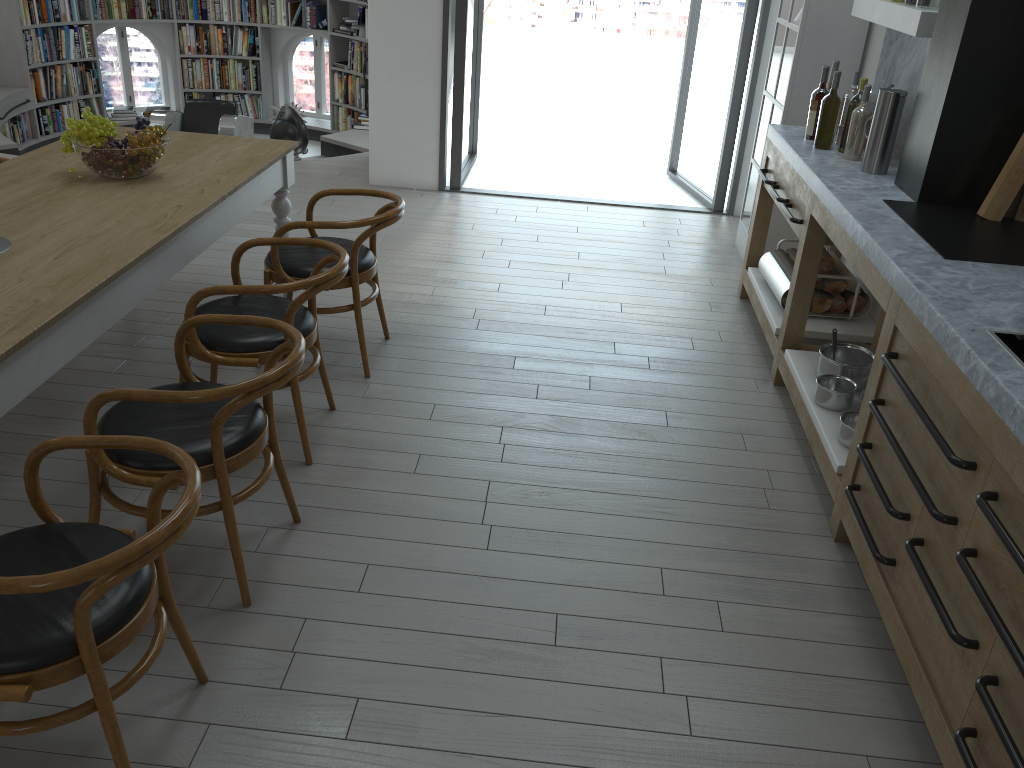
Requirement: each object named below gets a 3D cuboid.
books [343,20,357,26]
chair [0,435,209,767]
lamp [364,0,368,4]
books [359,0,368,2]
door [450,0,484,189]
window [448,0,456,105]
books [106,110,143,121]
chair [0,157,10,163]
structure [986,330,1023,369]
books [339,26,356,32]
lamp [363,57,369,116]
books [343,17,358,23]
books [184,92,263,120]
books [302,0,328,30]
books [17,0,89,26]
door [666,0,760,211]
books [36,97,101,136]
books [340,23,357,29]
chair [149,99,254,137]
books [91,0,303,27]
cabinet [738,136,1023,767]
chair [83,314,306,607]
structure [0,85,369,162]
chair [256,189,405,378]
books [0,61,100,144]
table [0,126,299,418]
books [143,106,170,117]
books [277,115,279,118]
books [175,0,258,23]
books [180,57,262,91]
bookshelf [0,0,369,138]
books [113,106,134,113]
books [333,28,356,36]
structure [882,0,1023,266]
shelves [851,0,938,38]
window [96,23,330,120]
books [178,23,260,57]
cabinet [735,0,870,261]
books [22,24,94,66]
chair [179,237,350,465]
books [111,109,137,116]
[{"bbox_3d":[-1.767,-4.087,10.033,0.214,0.036,0.228,-15,33,-32],"label":"books"},{"bbox_3d":[-0.982,0.537,1.968,0.621,0.726,0.533,4,27,0],"label":"chair"},{"bbox_3d":[-1.399,-3.948,8.829,0.275,0.519,0.113,1,27,-6],"label":"lamp"},{"bbox_3d":[-1.639,-4.389,9.676,0.307,0.363,0.976,-19,35,-38],"label":"books"},{"bbox_3d":[-0.309,-2.739,6.596,0.080,2.319,1.064,5,27,3],"label":"door"},{"bbox_3d":[-0.590,-2.960,7.292,0.104,1.453,1.488,5,27,3],"label":"window"},{"bbox_3d":[-4.591,-3.183,10.499,0.366,0.041,0.392,-11,31,-27],"label":"books"},{"bbox_3d":[-2.479,-0.649,4.050,0.621,0.726,0.533,7,27,6],"label":"chair"},{"bbox_3d":[1.505,0.080,1.933,0.647,0.041,0.746,5,27,3],"label":"structure"},{"bbox_3d":[-1.771,-4.032,10.060,0.287,0.030,0.271,24,33,33],"label":"books"},{"bbox_3d":[-1.232,-2.843,8.289,0.323,0.652,0.236,13,28,17],"label":"lamp"},{"bbox_3d":[-1.765,-4.115,10.019,0.269,0.030,0.289,-4,28,-15],"label":"books"},{"bbox_3d":[-3.490,-3.424,10.836,1.019,0.303,0.291,-2,27,-11],"label":"books"},{"bbox_3d":[-2.193,-4.262,10.202,0.400,0.337,0.226,15,29,21],"label":"books"},{"bbox_3d":[-4.900,-3.961,9.259,0.303,0.344,1.099,13,29,16],"label":"books"},{"bbox_3d":[1.502,-2.555,6.484,0.080,2.319,1.064,-1,27,-11],"label":"door"},{"bbox_3d":[-4.949,-2.983,9.779,0.283,0.316,0.927,14,29,19],"label":"books"},{"bbox_3d":[-1.769,-4.059,10.046,0.270,0.030,0.288,-15,33,-32],"label":"books"},{"bbox_3d":[-3.112,-2.463,8.970,0.823,0.711,0.750,3,27,-2],"label":"chair"},{"bbox_3d":[-3.589,-4.344,10.181,2.530,0.366,0.597,-4,28,-14],"label":"books"},{"bbox_3d":[1.501,0.658,2.012,1.004,1.010,6.504,5,27,3],"label":"cabinet"},{"bbox_3d":[-0.910,0.205,2.617,0.621,0.726,0.533,7,27,6],"label":"chair"},{"bbox_3d":[-3.190,-2.416,8.881,4.730,0.685,4.745,-18,35,-36],"label":"structure"},{"bbox_3d":[-0.787,-0.463,3.920,0.621,0.726,0.533,5,27,3],"label":"chair"},{"bbox_3d":[-5.011,-3.008,9.407,0.391,0.687,1.658,10,28,12],"label":"books"},{"bbox_3d":[-1.721,-0.119,3.057,1.018,0.789,3.388,5,27,3],"label":"table"},{"bbox_3d":[-4.241,-3.254,10.627,0.318,0.098,0.295,6,27,4],"label":"books"},{"bbox_3d":[-2.737,-3.302,10.922,0.268,0.029,0.256,1,28,-6],"label":"books"},{"bbox_3d":[-3.423,-4.443,10.380,1.028,0.355,0.304,-1,27,-10],"label":"books"},{"bbox_3d":[-3.451,-3.747,10.683,1.032,0.353,0.296,-2,27,-11],"label":"books"},{"bbox_3d":[-3.025,-3.728,9.781,4.333,1.858,2.133,5,27,3],"label":"bookshelf"},{"bbox_3d":[-4.587,-3.241,10.471,0.213,0.036,0.229,-6,29,-18],"label":"books"},{"bbox_3d":[-1.773,-4.003,10.074,0.390,0.041,0.367,27,35,37],"label":"books"},{"bbox_3d":[1.839,-1.381,2.728,0.780,1.862,1.088,5,27,3],"label":"structure"},{"bbox_3d":[1.882,-0.952,1.679,0.480,1.345,5.617,3,27,-2],"label":"shelves"},{"bbox_3d":[-3.491,-3.796,10.757,3.231,1.137,0.624,-1,27,-10],"label":"window"},{"bbox_3d":[-3.440,-4.088,10.509,0.998,0.347,0.301,-2,27,-12],"label":"books"},{"bbox_3d":[1.703,-1.648,5.178,0.361,1.966,0.649,5,26,2],"label":"cabinet"},{"bbox_3d":[-4.893,-3.608,9.390,0.261,0.355,1.030,13,29,18],"label":"books"},{"bbox_3d":[-0.908,-0.135,3.273,0.621,0.726,0.533,4,27,0],"label":"chair"},{"bbox_3d":[-4.589,-3.213,10.485,0.269,0.030,0.289,-6,29,-18],"label":"books"}]
